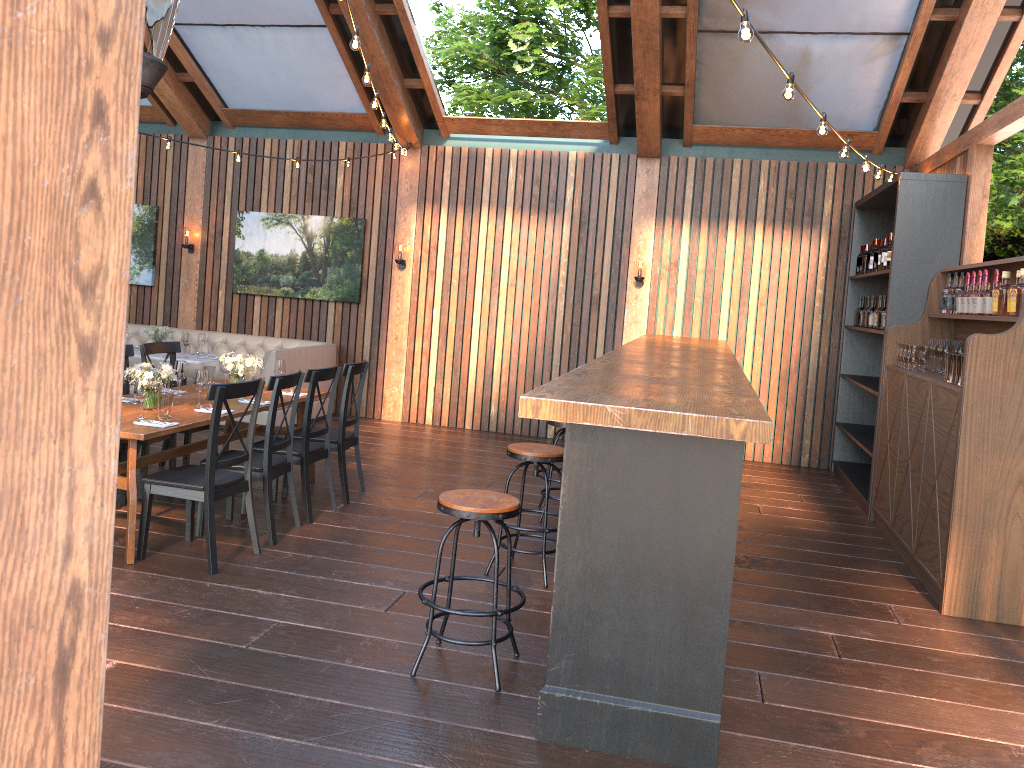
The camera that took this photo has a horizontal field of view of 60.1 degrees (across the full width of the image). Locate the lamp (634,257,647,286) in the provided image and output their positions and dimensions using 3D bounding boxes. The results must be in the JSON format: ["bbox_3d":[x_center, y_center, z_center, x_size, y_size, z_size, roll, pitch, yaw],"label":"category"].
[{"bbox_3d":[1.399,-1.228,9.667,0.146,0.319,0.178,5,3,12],"label":"lamp"}]

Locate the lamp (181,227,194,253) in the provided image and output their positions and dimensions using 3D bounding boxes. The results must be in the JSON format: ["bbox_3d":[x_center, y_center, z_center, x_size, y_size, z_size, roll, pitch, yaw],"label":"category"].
[{"bbox_3d":[-3.969,-1.765,10.827,0.146,0.319,0.178,5,3,12],"label":"lamp"}]

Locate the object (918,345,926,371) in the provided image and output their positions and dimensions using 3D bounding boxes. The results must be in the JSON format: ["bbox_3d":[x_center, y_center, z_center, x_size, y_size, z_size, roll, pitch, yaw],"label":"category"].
[{"bbox_3d":[3.077,-0.193,6.629,0.070,0.185,0.070,5,3,16],"label":"object"}]

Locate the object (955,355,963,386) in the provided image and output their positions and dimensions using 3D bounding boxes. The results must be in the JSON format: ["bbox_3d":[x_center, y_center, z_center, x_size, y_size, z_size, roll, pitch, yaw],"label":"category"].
[{"bbox_3d":[2.672,-0.076,5.256,0.073,0.180,0.074,4,3,-14],"label":"object"}]

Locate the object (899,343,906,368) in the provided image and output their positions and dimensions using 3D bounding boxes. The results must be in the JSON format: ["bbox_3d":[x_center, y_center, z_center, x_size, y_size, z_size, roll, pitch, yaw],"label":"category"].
[{"bbox_3d":[3.015,-0.215,6.790,0.070,0.185,0.070,5,3,16],"label":"object"}]

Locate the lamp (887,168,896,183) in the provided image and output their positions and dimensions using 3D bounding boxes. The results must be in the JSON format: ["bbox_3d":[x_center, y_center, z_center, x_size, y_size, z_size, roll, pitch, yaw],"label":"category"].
[{"bbox_3d":[3.054,-1.675,7.128,0.062,0.119,0.056,5,3,18],"label":"lamp"}]

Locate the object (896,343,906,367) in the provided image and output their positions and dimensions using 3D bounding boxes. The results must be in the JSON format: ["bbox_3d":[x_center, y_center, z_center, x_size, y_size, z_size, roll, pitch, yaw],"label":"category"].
[{"bbox_3d":[3.035,-0.224,6.886,0.070,0.185,0.070,5,3,16],"label":"object"}]

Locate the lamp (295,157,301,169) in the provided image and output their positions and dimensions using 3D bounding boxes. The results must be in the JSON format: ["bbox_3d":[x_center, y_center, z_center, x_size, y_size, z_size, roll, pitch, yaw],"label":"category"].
[{"bbox_3d":[-2.122,-2.189,8.765,0.056,0.121,0.056,6,3,28],"label":"lamp"}]

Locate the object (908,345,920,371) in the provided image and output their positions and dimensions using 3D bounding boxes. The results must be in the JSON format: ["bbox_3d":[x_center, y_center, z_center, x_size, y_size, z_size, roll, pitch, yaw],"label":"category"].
[{"bbox_3d":[2.965,-0.192,6.533,0.070,0.185,0.070,5,3,16],"label":"object"}]

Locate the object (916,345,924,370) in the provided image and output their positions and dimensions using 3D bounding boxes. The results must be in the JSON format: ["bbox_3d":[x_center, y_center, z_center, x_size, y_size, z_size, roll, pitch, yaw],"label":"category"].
[{"bbox_3d":[3.100,-0.202,6.722,0.070,0.185,0.070,5,3,16],"label":"object"}]

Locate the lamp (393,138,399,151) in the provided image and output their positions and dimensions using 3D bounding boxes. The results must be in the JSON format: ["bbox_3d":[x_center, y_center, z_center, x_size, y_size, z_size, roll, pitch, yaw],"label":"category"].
[{"bbox_3d":[-1.083,-2.235,8.261,0.059,0.119,0.057,2,4,-35],"label":"lamp"}]

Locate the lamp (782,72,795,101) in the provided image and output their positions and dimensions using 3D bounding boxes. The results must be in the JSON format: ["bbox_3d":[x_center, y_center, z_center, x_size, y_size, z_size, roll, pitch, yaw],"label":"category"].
[{"bbox_3d":[1.195,-1.283,3.817,0.056,0.121,0.056,3,3,-26],"label":"lamp"}]

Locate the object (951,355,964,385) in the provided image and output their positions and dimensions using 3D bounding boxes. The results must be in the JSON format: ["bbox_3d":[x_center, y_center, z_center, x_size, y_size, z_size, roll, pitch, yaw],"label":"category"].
[{"bbox_3d":[2.690,-0.083,5.336,0.073,0.180,0.074,4,3,-14],"label":"object"}]

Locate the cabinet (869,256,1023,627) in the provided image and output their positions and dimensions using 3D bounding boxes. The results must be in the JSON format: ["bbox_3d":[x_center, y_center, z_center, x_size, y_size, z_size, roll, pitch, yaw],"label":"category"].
[{"bbox_3d":[2.986,0.190,6.007,0.494,2.087,2.281,5,4,12],"label":"cabinet"}]

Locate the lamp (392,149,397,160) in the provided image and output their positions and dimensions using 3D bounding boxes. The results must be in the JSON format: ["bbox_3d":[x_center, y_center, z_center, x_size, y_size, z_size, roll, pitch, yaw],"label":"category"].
[{"bbox_3d":[-1.335,-2.602,10.030,0.065,0.118,0.056,3,3,-28],"label":"lamp"}]

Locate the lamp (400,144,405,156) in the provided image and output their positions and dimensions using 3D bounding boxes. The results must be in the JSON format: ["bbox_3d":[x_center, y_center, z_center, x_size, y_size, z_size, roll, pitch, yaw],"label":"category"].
[{"bbox_3d":[-1.113,-2.383,9.007,0.056,0.119,0.061,6,3,28],"label":"lamp"}]

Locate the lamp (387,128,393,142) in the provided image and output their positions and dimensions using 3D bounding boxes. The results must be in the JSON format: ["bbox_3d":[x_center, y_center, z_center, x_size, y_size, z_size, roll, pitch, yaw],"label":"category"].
[{"bbox_3d":[-1.032,-2.112,7.505,0.056,0.119,0.057,3,3,-28],"label":"lamp"}]

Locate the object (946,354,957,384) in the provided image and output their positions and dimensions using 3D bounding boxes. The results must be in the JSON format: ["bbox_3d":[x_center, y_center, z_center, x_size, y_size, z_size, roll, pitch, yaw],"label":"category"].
[{"bbox_3d":[2.698,-0.092,5.418,0.073,0.180,0.074,4,3,-14],"label":"object"}]

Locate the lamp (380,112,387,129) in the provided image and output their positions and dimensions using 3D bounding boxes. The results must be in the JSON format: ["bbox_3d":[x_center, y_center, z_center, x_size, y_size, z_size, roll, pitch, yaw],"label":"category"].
[{"bbox_3d":[-0.977,-2.009,6.748,0.056,0.120,0.056,3,3,-32],"label":"lamp"}]

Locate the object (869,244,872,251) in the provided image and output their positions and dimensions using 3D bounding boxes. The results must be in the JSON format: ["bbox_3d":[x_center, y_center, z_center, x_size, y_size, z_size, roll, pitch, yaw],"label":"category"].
[{"bbox_3d":[3.543,-1.227,8.769,0.078,0.311,0.078,5,2,7],"label":"object"}]

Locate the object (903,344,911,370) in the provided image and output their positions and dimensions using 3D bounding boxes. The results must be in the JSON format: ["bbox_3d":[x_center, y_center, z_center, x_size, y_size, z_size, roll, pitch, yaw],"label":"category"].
[{"bbox_3d":[2.972,-0.202,6.629,0.070,0.185,0.070,5,3,16],"label":"object"}]

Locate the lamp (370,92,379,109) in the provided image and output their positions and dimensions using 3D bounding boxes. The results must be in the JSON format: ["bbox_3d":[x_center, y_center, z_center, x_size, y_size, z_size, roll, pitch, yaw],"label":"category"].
[{"bbox_3d":[-0.929,-1.918,5.983,0.056,0.120,0.056,5,3,18],"label":"lamp"}]

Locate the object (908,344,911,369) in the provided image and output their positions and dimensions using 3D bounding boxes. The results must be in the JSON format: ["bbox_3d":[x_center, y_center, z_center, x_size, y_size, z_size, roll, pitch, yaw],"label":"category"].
[{"bbox_3d":[3.016,-0.206,6.700,0.070,0.185,0.070,5,3,16],"label":"object"}]

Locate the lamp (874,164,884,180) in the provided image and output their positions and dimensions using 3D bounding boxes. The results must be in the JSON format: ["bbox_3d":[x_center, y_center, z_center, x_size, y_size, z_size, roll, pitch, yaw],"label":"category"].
[{"bbox_3d":[2.680,-1.550,6.469,0.061,0.119,0.056,5,3,11],"label":"lamp"}]

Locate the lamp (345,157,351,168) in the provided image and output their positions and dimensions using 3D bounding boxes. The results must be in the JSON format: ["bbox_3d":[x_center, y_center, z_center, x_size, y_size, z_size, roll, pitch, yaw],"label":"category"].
[{"bbox_3d":[-1.738,-2.358,9.412,0.066,0.117,0.056,7,4,41],"label":"lamp"}]

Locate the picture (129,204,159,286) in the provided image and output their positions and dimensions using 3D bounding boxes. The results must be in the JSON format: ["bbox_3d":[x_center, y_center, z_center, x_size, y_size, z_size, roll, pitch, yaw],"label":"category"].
[{"bbox_3d":[-5.232,-1.794,11.152,1.652,0.995,0.065,6,2,12],"label":"picture"}]

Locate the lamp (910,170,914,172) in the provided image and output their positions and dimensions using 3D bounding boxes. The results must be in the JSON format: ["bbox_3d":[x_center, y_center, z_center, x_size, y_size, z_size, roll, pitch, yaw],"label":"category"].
[{"bbox_3d":[3.790,-1.986,8.440,0.067,0.117,0.056,4,3,-2],"label":"lamp"}]

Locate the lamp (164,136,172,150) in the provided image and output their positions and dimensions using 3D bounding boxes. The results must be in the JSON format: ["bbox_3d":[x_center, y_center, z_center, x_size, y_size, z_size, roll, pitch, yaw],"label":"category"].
[{"bbox_3d":[-2.894,-2.028,7.450,0.059,0.119,0.057,4,3,-8],"label":"lamp"}]

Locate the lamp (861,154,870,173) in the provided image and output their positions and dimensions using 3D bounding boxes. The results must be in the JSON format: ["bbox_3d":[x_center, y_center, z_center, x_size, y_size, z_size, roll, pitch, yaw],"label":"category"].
[{"bbox_3d":[2.321,-1.445,5.798,0.056,0.121,0.056,7,4,45],"label":"lamp"}]

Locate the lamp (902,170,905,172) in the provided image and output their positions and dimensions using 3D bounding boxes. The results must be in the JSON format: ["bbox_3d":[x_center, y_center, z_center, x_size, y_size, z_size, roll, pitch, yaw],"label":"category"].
[{"bbox_3d":[3.434,-1.819,7.784,0.056,0.119,0.058,2,4,-34],"label":"lamp"}]

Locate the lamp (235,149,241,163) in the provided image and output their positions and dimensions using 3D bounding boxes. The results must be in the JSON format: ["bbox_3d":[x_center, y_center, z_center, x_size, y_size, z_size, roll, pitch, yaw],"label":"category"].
[{"bbox_3d":[-2.506,-2.087,8.107,0.056,0.121,0.056,2,4,-44],"label":"lamp"}]

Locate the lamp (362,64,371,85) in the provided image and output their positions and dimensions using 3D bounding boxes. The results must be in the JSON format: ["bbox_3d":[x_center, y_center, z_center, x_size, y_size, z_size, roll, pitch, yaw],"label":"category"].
[{"bbox_3d":[-0.857,-1.830,5.229,0.056,0.121,0.056,7,4,38],"label":"lamp"}]

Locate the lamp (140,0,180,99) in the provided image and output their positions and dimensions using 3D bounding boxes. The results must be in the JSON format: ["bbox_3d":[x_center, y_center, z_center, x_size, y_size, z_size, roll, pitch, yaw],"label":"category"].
[{"bbox_3d":[-0.478,-0.454,1.052,0.146,0.319,0.178,5,3,12],"label":"lamp"}]

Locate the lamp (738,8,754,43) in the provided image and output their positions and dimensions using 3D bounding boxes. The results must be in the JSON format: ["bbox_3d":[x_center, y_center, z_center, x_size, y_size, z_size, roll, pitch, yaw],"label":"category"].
[{"bbox_3d":[0.835,-1.276,3.148,0.056,0.120,0.056,3,3,-22],"label":"lamp"}]

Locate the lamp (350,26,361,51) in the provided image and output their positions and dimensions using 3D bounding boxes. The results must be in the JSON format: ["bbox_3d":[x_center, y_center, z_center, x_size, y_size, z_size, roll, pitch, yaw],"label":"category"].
[{"bbox_3d":[-0.791,-1.747,4.473,0.056,0.121,0.056,6,3,31],"label":"lamp"}]

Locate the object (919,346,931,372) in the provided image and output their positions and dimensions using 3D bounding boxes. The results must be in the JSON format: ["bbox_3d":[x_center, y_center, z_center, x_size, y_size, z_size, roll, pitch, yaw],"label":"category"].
[{"bbox_3d":[3.054,-0.187,6.550,0.070,0.185,0.070,5,3,16],"label":"object"}]

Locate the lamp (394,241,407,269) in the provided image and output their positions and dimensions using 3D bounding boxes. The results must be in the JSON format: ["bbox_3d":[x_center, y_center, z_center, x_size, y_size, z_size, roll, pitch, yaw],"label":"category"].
[{"bbox_3d":[-1.290,-1.497,10.248,0.146,0.319,0.178,5,3,12],"label":"lamp"}]

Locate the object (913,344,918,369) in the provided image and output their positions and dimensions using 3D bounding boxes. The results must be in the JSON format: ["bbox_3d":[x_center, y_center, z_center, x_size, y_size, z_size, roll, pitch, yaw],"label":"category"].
[{"bbox_3d":[3.112,-0.209,6.806,0.070,0.185,0.070,5,3,16],"label":"object"}]

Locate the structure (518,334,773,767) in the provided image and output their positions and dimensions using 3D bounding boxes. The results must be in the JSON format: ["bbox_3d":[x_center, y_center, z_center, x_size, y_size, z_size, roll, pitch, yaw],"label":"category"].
[{"bbox_3d":[1.120,0.419,6.356,0.858,1.269,6.825,5,6,12],"label":"structure"}]

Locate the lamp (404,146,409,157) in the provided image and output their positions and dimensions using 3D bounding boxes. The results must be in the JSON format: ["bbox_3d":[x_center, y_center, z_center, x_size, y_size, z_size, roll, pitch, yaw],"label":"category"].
[{"bbox_3d":[-1.171,-2.566,9.758,0.056,0.120,0.056,3,3,-27],"label":"lamp"}]

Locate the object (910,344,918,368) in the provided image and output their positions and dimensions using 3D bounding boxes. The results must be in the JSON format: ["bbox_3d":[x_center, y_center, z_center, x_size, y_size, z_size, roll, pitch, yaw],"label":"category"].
[{"bbox_3d":[3.121,-0.218,6.893,0.070,0.185,0.070,5,3,16],"label":"object"}]

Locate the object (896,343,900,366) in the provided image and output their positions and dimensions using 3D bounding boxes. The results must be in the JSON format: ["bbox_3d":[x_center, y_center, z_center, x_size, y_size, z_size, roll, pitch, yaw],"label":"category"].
[{"bbox_3d":[3.060,-0.231,6.968,0.070,0.185,0.070,5,3,16],"label":"object"}]

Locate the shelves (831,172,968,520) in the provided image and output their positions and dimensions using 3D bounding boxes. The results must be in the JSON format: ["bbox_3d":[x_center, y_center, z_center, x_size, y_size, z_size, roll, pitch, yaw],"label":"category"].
[{"bbox_3d":[3.489,-0.372,8.180,0.502,2.821,2.208,5,4,12],"label":"shelves"}]

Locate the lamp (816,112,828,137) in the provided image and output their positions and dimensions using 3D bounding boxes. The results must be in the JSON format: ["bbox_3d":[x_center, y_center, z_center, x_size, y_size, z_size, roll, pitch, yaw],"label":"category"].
[{"bbox_3d":[1.573,-1.313,4.475,0.056,0.121,0.056,3,3,-19],"label":"lamp"}]

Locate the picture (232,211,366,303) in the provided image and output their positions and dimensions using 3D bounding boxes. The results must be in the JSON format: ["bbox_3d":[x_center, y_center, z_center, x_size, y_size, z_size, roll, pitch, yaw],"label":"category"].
[{"bbox_3d":[-2.558,-1.527,10.581,1.652,0.995,0.065,6,2,12],"label":"picture"}]

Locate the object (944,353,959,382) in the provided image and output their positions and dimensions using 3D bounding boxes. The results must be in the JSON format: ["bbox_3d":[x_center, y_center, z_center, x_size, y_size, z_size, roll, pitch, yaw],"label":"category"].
[{"bbox_3d":[2.724,-0.098,5.495,0.073,0.180,0.074,4,3,-14],"label":"object"}]

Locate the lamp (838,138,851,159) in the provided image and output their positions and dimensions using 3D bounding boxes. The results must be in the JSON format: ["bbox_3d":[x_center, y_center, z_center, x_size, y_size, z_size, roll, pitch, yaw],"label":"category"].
[{"bbox_3d":[1.931,-1.367,5.144,0.056,0.119,0.059,4,3,-15],"label":"lamp"}]
